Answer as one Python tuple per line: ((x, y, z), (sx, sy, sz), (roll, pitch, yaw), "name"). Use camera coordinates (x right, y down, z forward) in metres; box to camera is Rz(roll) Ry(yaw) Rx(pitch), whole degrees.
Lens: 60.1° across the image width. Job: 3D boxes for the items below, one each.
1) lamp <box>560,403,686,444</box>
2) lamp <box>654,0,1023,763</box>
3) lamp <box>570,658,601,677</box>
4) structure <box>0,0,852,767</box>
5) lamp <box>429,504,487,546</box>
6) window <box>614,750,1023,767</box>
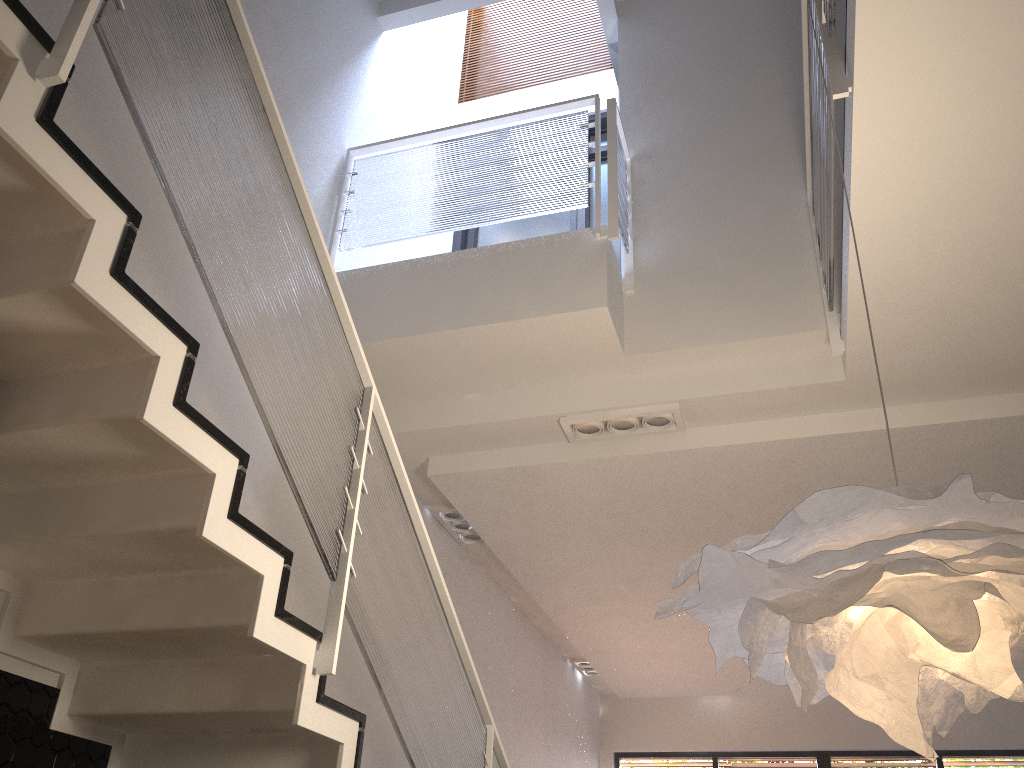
((0.605, 0.206, 4.830), (0.646, 0.064, 0.259), (-7, -33, 16), "lamp")
((1.028, -1.409, 3.097), (1.123, 5.090, 1.082), (-13, -34, 26), "lamp")
((0.810, 2.979, 9.344), (0.254, 0.064, 0.659), (-7, -33, 16), "lamp")
((0.291, -1.962, 2.455), (4.241, 8.114, 8.648), (-7, -32, 16), "structure")
((-0.334, 0.970, 6.158), (0.254, 0.064, 0.659), (-7, -33, 16), "lamp")
((3.330, 5.244, 8.985), (4.950, 2.957, 0.470), (-7, -31, 16), "window")
